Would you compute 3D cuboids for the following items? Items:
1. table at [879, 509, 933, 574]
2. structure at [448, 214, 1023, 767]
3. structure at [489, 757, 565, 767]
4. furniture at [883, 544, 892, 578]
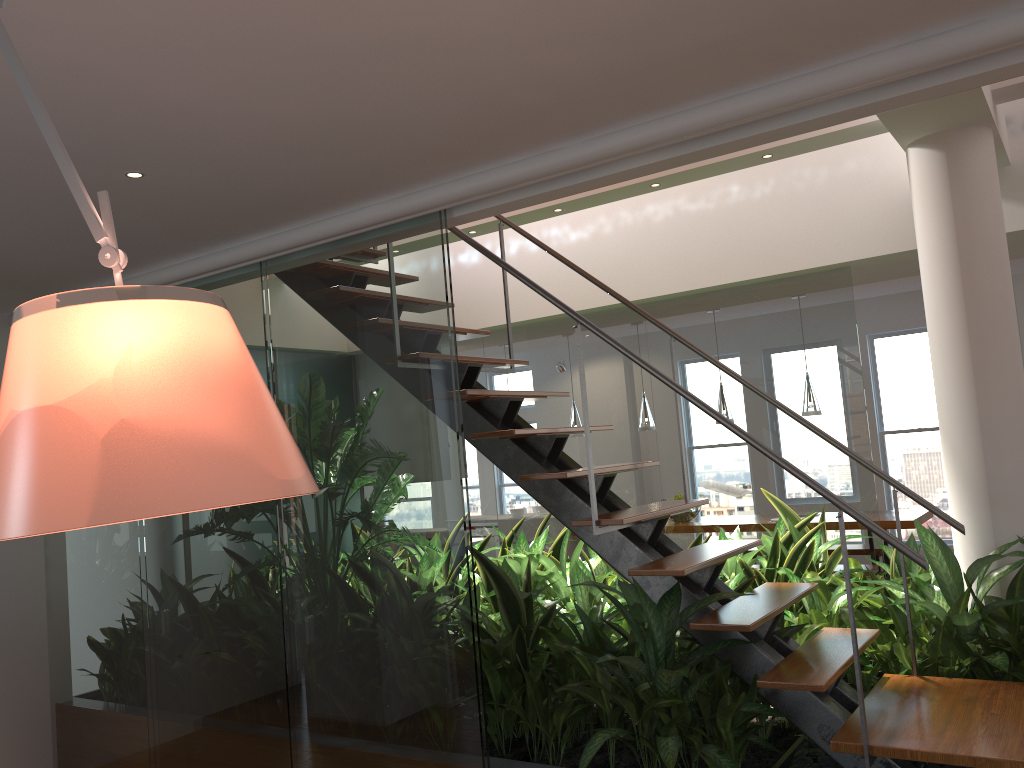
[{"bbox_3d":[0.731,1.694,8.475,5.996,0.704,0.893,-8,-5,33],"label":"table"},{"bbox_3d":[-0.002,-0.476,4.600,4.591,4.265,2.552,-8,-5,33],"label":"structure"},{"bbox_3d":[0.838,1.525,4.247,5.584,0.386,3.088,-8,-5,33],"label":"structure"},{"bbox_3d":[2.722,1.638,7.838,1.433,0.389,0.316,-8,-5,33],"label":"furniture"}]
